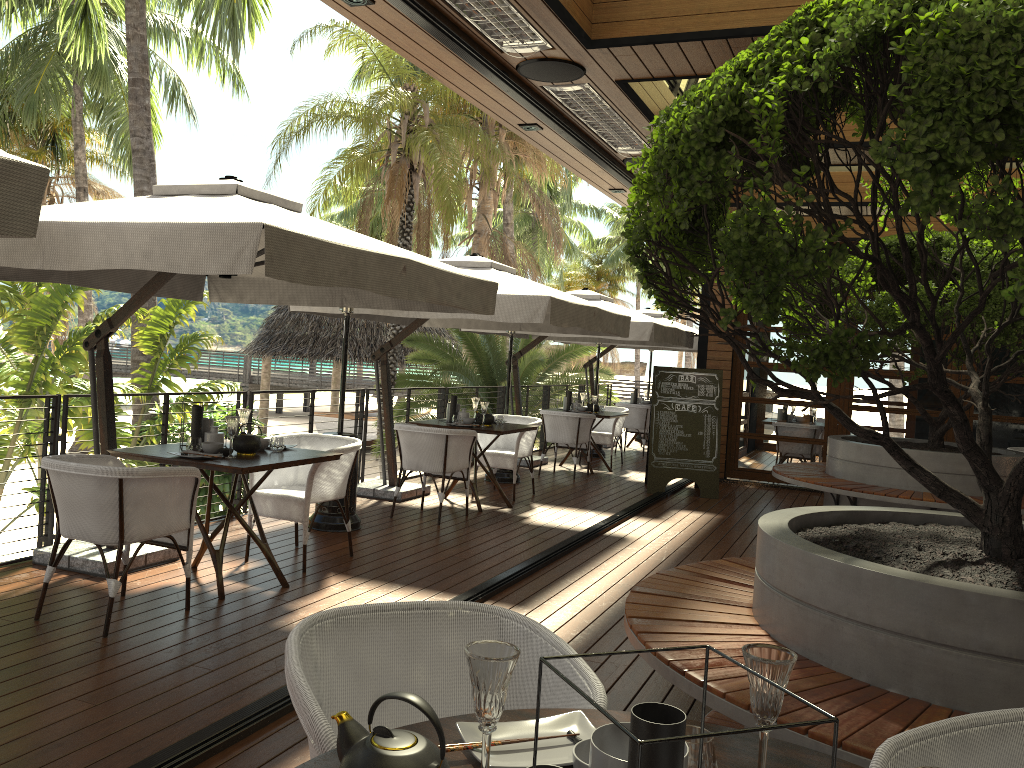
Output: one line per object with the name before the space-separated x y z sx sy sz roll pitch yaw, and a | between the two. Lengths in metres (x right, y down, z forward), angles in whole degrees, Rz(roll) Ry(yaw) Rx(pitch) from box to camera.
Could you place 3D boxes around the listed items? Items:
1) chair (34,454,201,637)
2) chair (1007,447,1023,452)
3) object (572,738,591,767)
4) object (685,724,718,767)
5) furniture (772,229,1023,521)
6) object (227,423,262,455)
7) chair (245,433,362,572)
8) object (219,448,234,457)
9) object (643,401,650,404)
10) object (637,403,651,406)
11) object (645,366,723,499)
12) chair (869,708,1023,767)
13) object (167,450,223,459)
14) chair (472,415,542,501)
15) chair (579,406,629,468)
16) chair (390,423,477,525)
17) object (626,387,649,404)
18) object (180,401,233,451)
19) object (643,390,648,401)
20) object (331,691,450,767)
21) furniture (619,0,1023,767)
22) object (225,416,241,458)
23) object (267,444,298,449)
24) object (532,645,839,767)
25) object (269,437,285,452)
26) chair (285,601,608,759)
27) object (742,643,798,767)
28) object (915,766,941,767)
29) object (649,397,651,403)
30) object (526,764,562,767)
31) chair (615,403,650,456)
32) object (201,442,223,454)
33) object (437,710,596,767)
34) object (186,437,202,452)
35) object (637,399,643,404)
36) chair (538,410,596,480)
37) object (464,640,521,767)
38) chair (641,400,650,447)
chair | -1.951 0.751 4.356 0.628 0.788 0.616 4 1 23
chair | 5.340 1.067 8.942 0.627 0.788 0.617 3 1 -37
object | 0.147 0.591 1.340 0.116 0.065 0.116 4 2 5
object | 0.276 0.587 1.379 0.086 0.086 0.086 4 1 24
furniture | 3.708 0.054 7.754 2.568 2.722 2.721 3 1 -13
object | -1.513 0.309 5.062 0.163 0.179 0.168 4 1 24
chair | -1.340 0.744 5.784 0.628 0.788 0.616 4 1 23
object | -1.579 0.379 4.900 0.080 0.042 0.080 3 2 -16
object | 2.177 0.306 14.339 0.116 0.065 0.116 4 2 26
object | 2.161 0.330 14.176 0.295 0.025 0.170 4 2 22
object | 1.938 0.514 9.985 0.768 1.396 0.771 4 1 7
chair | 0.969 1.029 1.438 0.616 0.788 0.628 3 1 -22
object | -1.686 0.385 4.773 0.295 0.025 0.170 4 2 22
chair | -0.047 0.725 8.946 0.628 0.788 0.616 4 1 23
chair | 1.252 0.707 12.121 0.628 0.788 0.616 4 1 23
chair | -0.680 0.732 7.464 0.628 0.788 0.616 4 1 23
object | 2.059 0.191 14.581 0.263 0.264 0.263 3 1 -23
object | -1.788 0.247 5.178 0.263 0.264 0.263 3 1 -23
object | 2.216 0.210 14.782 0.082 0.227 0.082 4 1 23
object | -0.162 0.517 1.235 0.163 0.179 0.168 3 1 -19
furniture | 1.682 0.077 2.984 2.617 2.722 2.695 4 1 13
object | -1.527 0.289 4.832 0.082 0.227 0.082 4 1 23
object | -1.486 0.377 5.442 0.295 0.025 0.170 4 2 22
object | 0.198 0.503 1.093 0.263 0.264 0.263 3 1 -22
object | -1.391 0.358 5.251 0.086 0.086 0.086 4 1 27
chair | -0.186 0.941 1.900 0.627 0.788 0.617 3 1 -22
object | 0.385 0.521 1.354 0.082 0.227 0.082 3 1 -16
object | 0.458 0.539 0.946 0.082 0.227 0.082 3 1 -33
object | 2.332 0.254 14.468 0.168 0.179 0.163 4 1 20
object | 0.051 0.597 1.303 0.080 0.042 0.080 3 2 -23
chair | 1.911 0.695 13.798 0.628 0.788 0.616 4 1 23
object | -1.669 0.361 4.936 0.116 0.065 0.116 4 2 21
object | 0.019 0.598 1.472 0.294 0.025 0.170 3 2 -22
object | -1.778 0.343 4.958 0.086 0.086 0.086 4 1 27
object | 2.069 0.287 14.361 0.086 0.086 0.086 4 1 27
chair | 0.641 0.713 10.692 0.628 0.788 0.616 4 1 23
object | -0.035 0.497 1.286 0.082 0.227 0.082 3 1 -33
chair | 2.540 0.688 15.271 0.628 0.788 0.616 4 1 23
